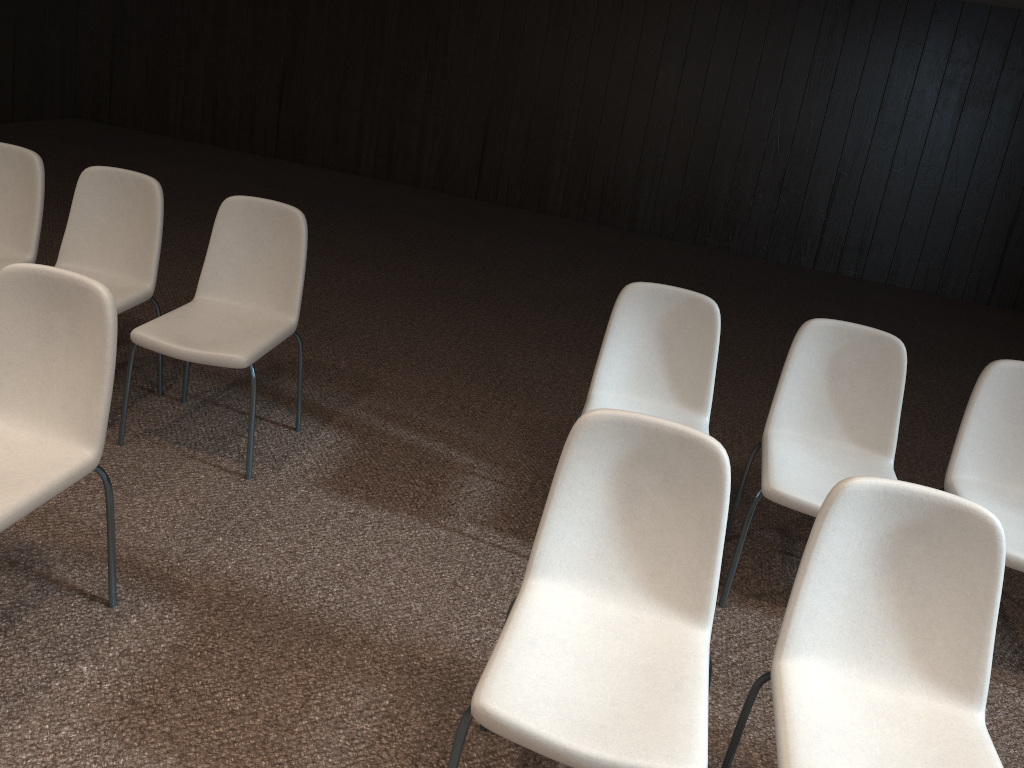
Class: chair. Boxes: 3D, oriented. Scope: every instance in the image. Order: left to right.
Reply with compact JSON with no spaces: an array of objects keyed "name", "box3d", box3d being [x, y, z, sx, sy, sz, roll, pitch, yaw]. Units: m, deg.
[{"name":"chair","box3d":[-2.199,-0.484,3.476,0.534,0.865,0.578,13,17,9]},{"name":"chair","box3d":[-1.315,0.203,2.166,0.535,0.865,0.577,13,17,11]},{"name":"chair","box3d":[-1.667,-0.352,3.370,0.534,0.865,0.579,12,17,8]},{"name":"chair","box3d":[-1.071,-0.211,3.267,0.534,0.865,0.578,12,17,9]},{"name":"chair","box3d":[0.196,0.580,1.856,0.535,0.865,0.577,13,17,11]},{"name":"chair","box3d":[0.452,0.159,2.980,0.534,0.865,0.578,12,17,8]},{"name":"chair","box3d":[1.052,0.295,2.892,0.535,0.865,0.577,13,17,11]},{"name":"chair","box3d":[0.746,0.723,1.730,0.534,0.865,0.578,12,17,9]},{"name":"chair","box3d":[1.633,0.442,2.767,0.534,0.865,0.578,13,17,10]}]
